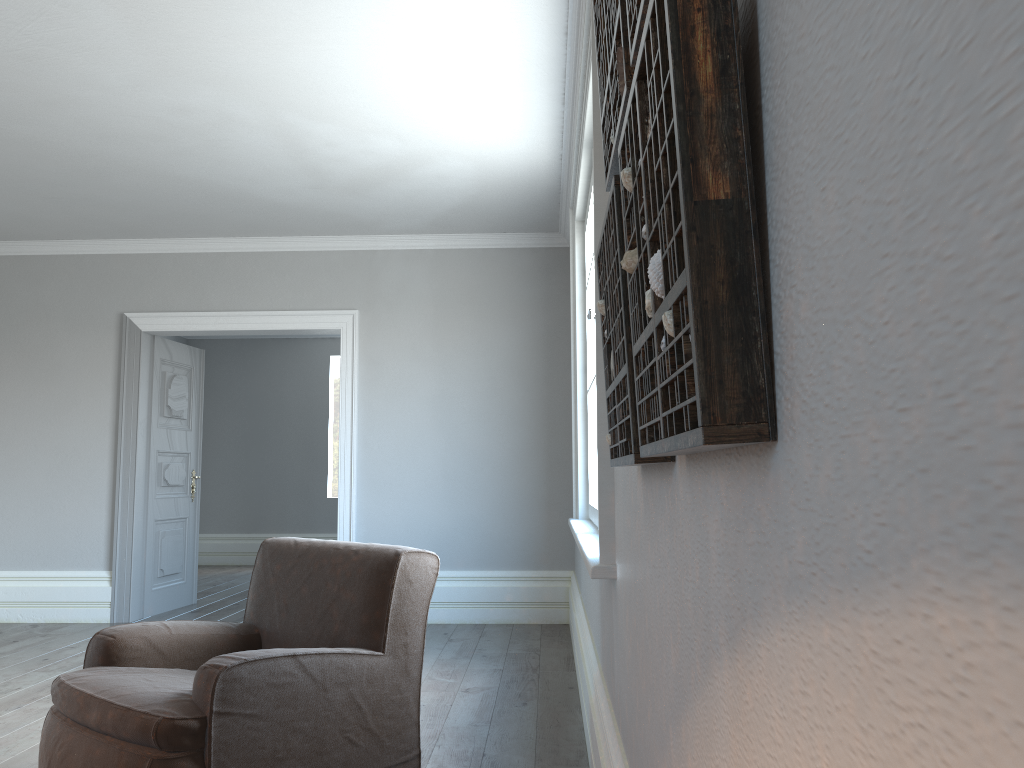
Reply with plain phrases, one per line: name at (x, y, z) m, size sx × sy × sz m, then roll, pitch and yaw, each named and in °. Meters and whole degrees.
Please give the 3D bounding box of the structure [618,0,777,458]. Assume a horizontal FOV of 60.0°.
structure at (0.169, -0.136, 0.934) m, size 0.086 × 0.416 × 0.467 m, roll -1°, pitch -6°, yaw 2°

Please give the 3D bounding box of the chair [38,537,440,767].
chair at (-0.834, 0.897, 2.664) m, size 0.807 × 0.796 × 0.969 m, roll -6°, pitch -8°, yaw 43°

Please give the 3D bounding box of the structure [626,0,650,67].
structure at (0.158, -0.667, 1.013) m, size 0.105 × 0.416 × 0.467 m, roll -1°, pitch -6°, yaw 2°

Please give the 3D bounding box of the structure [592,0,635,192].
structure at (0.203, -0.611, 1.545) m, size 0.099 × 0.416 × 0.467 m, roll -1°, pitch -6°, yaw 2°

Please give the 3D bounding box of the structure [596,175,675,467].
structure at (0.191, -0.072, 1.479) m, size 0.086 × 0.416 × 0.467 m, roll -1°, pitch -6°, yaw 2°
